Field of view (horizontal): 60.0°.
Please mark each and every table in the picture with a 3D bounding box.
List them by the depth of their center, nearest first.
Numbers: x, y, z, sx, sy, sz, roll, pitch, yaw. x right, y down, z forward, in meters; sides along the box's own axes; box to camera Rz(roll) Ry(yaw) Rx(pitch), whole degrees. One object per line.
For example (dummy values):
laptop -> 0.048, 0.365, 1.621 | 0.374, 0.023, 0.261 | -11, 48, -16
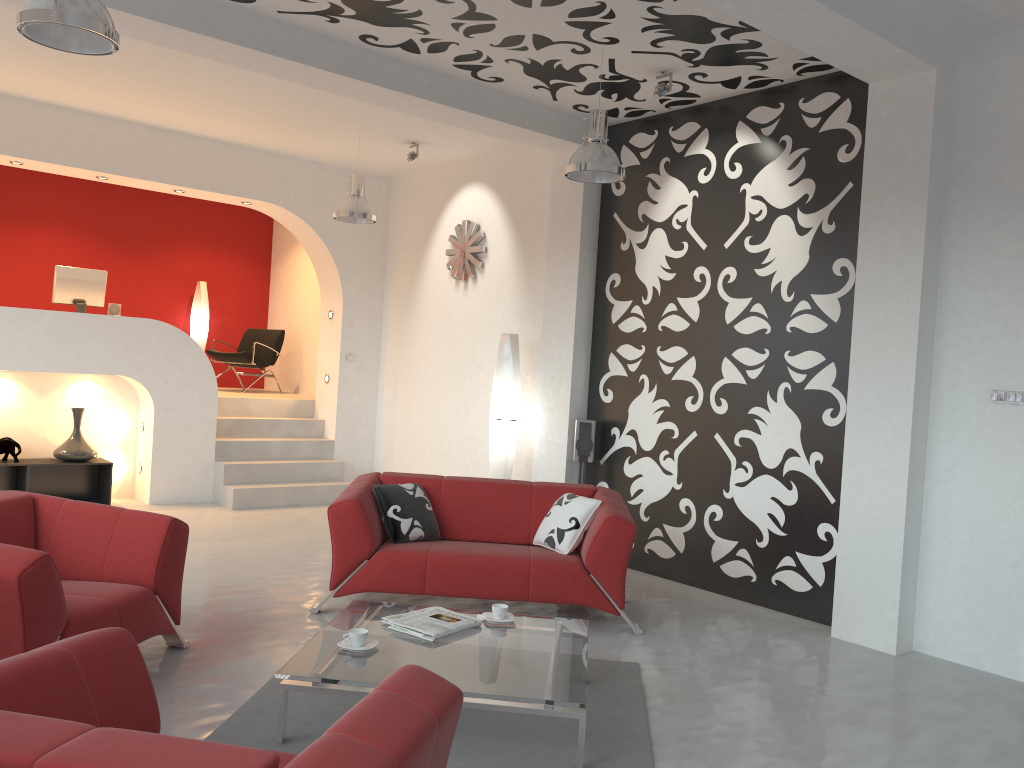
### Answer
table -> -0.264, 1.252, 3.795 | 1.162, 0.286, 1.097 | 4, 1, 5

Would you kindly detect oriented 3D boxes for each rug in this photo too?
rug -> -0.271, 1.396, 3.810 | 1.700, 0.025, 1.700 | 4, 1, 5

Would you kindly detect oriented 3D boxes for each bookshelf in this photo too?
bookshelf -> -4.857, 0.856, 7.399 | 2.764, 0.397, 0.405 | 3, 1, -40

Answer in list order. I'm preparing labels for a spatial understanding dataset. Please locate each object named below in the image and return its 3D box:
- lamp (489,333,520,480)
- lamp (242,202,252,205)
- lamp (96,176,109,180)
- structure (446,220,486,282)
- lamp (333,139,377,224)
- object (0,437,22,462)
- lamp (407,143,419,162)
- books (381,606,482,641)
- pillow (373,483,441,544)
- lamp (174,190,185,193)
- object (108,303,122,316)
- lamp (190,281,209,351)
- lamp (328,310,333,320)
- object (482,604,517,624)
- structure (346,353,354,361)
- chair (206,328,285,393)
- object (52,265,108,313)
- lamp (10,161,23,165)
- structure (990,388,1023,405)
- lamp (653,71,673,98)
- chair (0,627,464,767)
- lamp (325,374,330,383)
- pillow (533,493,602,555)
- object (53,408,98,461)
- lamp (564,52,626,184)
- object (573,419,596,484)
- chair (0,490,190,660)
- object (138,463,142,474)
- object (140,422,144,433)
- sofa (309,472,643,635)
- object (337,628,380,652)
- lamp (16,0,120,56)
lamp -> -0.074, 0.461, 7.537 | 0.313, 1.779, 0.313 | 3, 1, -31
lamp -> -2.694, -1.837, 9.014 | 0.105, 0.011, 0.105 | 4, 1, 39
lamp -> -3.757, -1.889, 8.135 | 0.105, 0.011, 0.105 | 4, 1, 39
structure -> -0.462, -1.291, 8.597 | 0.090, 0.596, 0.596 | 3, 1, -40
lamp -> -1.364, -1.845, 7.830 | 0.379, 0.800, 0.379 | 4, 1, 22
object -> -4.531, 0.525, 7.677 | 0.507, 0.296, 0.191 | 3, 1, -24
lamp -> -0.910, -2.130, 8.170 | 0.112, 0.176, 0.118 | 4, 1, 3
books -> -0.360, 1.081, 4.020 | 0.345, 0.035, 0.367 | 4, 1, 40
pillow -> -0.655, 0.802, 5.537 | 0.288, 0.343, 0.402 | 4, 1, 43
lamp -> -3.218, -1.862, 8.580 | 0.105, 0.011, 0.105 | 4, 1, 39
object -> -3.903, -0.714, 8.685 | 0.151, 0.147, 0.133 | 4, 1, 34
lamp -> -3.999, -0.633, 11.328 | 0.237, 1.349, 0.237 | 3, 1, -31
lamp -> -1.979, -0.755, 9.676 | 0.011, 0.105, 0.105 | 3, 1, -40
object -> -0.059, 1.080, 4.181 | 0.153, 0.069, 0.153 | 3, 1, -13
structure -> -1.746, -0.289, 9.564 | 0.080, 0.080, 0.016 | 3, 1, -40
chair -> -3.288, -0.306, 10.920 | 0.664, 0.795, 0.768 | 4, 1, 25
object -> -4.115, -0.876, 8.435 | 0.458, 0.452, 0.230 | 3, 1, -40
lamp -> -4.296, -1.915, 7.689 | 0.105, 0.011, 0.105 | 4, 1, 39
structure -> 2.671, 0.066, 4.785 | 0.016, 0.080, 0.170 | 3, 1, -40
lamp -> 0.994, -1.972, 5.857 | 0.112, 0.176, 0.118 | 4, 1, 3
chair -> -0.786, 1.028, 2.037 | 1.288, 0.738, 0.951 | 4, 1, 10
lamp -> -2.022, -0.058, 9.688 | 0.011, 0.105, 0.105 | 3, 1, -40
pillow -> 0.341, 0.864, 5.523 | 0.288, 0.343, 0.402 | 3, 1, -32
object -> -3.975, 0.460, 8.099 | 0.369, 0.481, 0.369 | 4, 1, 16
lamp -> 0.540, -1.687, 5.517 | 0.379, 0.800, 0.379 | 4, 1, 43
object -> 0.553, 0.842, 7.064 | 0.214, 1.112, 0.229 | 4, 1, 5
chair -> -2.124, 0.915, 3.858 | 0.951, 0.738, 1.288 | 4, 1, 10
object -> -3.587, 0.815, 8.544 | 0.011, 0.105, 0.105 | 3, 1, -40
object -> -3.562, 0.416, 8.538 | 0.011, 0.105, 0.105 | 3, 1, -40
sofa -> -0.184, 1.009, 5.529 | 1.929, 0.738, 0.951 | 4, 1, 0
object -> -0.632, 1.053, 3.659 | 0.153, 0.069, 0.153 | 4, 1, 17
lamp -> -1.777, -1.801, 3.601 | 0.379, 0.800, 0.379 | 3, 1, -11
